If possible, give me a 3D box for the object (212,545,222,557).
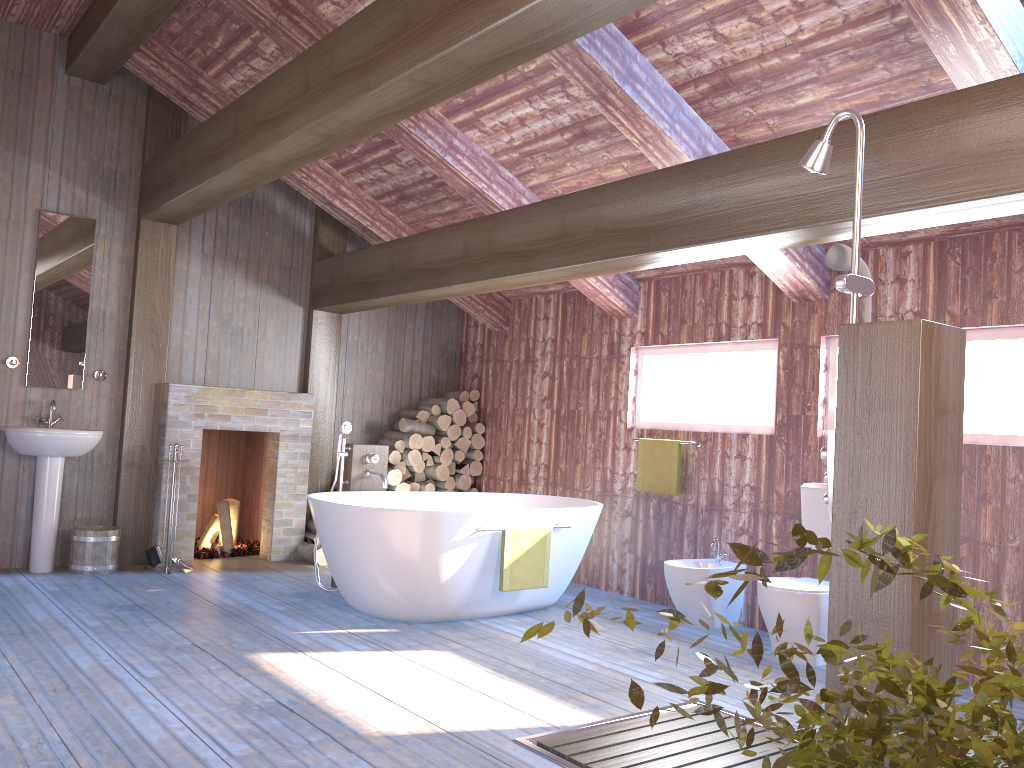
[{"bbox_3d":[-2.284,1.306,7.010,0.085,0.084,0.278,3,-3,9],"label":"object"}]

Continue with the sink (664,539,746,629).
[{"bbox_3d":[1.138,1.196,5.339,0.515,0.517,0.335,6,-4,-37],"label":"sink"}]

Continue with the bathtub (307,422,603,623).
[{"bbox_3d":[-0.297,0.832,5.511,1.935,1.109,1.460,4,-3,-16],"label":"bathtub"}]

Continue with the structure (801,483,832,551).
[{"bbox_3d":[1.771,0.730,4.833,0.182,0.363,0.358,6,-4,-37],"label":"structure"}]

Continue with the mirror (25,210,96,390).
[{"bbox_3d":[-3.083,-0.567,6.071,0.350,1.199,0.009,6,-4,-38],"label":"mirror"}]

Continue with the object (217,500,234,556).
[{"bbox_3d":[-2.263,1.143,7.016,0.098,0.434,0.283,6,-4,-39],"label":"object"}]

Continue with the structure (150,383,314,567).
[{"bbox_3d":[-2.109,0.696,6.725,1.130,1.330,0.226,6,-4,-38],"label":"structure"}]

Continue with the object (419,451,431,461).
[{"bbox_3d":[-0.796,0.606,7.517,0.088,0.092,0.280,6,-4,-37],"label":"object"}]

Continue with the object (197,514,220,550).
[{"bbox_3d":[-2.411,1.196,7.110,0.221,0.306,0.121,4,-3,-10],"label":"object"}]

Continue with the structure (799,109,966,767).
[{"bbox_3d":[1.112,0.218,2.713,0.328,2.209,0.522,4,-3,-17],"label":"structure"}]

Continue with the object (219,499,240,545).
[{"bbox_3d":[-2.318,1.168,7.262,0.140,0.459,0.266,4,-3,-20],"label":"object"}]

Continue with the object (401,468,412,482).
[{"bbox_3d":[-0.983,0.749,7.495,0.128,0.150,0.323,6,-4,-37],"label":"object"}]

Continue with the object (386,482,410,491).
[{"bbox_3d":[-1.021,0.862,7.362,0.139,0.148,0.458,6,-4,-37],"label":"object"}]

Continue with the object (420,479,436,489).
[{"bbox_3d":[-0.788,0.869,7.647,0.116,0.118,0.289,6,-4,-40],"label":"object"}]

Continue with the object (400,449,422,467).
[{"bbox_3d":[-0.930,0.605,7.412,0.141,0.143,0.437,6,-4,-39],"label":"object"}]

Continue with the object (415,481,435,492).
[{"bbox_3d":[-0.816,0.869,7.499,0.098,0.100,0.437,6,-4,-39],"label":"object"}]

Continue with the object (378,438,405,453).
[{"bbox_3d":[-0.998,0.509,7.373,0.106,0.112,0.282,6,-4,-37],"label":"object"}]

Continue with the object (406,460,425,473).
[{"bbox_3d":[-0.856,0.677,7.466,0.115,0.123,0.291,5,-4,-37],"label":"object"}]

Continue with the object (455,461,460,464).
[{"bbox_3d":[-0.512,0.660,7.724,0.067,0.069,0.177,6,-4,-37],"label":"object"}]

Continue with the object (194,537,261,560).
[{"bbox_3d":[-2.461,1.323,7.265,0.935,0.085,0.829,1,-4,35],"label":"object"}]

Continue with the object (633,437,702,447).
[{"bbox_3d":[1.020,0.387,5.953,0.091,0.043,0.581,6,-4,-37],"label":"object"}]

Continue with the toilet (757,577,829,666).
[{"bbox_3d":[1.519,1.241,4.641,0.534,0.400,0.375,6,-4,-37],"label":"toilet"}]

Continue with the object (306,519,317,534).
[{"bbox_3d":[-1.533,1.142,7.025,0.114,0.120,0.303,6,-4,-37],"label":"object"}]

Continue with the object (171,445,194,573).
[{"bbox_3d":[-2.310,0.861,6.184,0.206,0.871,0.126,3,-3,5],"label":"object"}]

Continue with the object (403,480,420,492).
[{"bbox_3d":[-0.900,0.865,7.440,0.114,0.120,0.303,6,-4,-37],"label":"object"}]

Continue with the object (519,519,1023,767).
[{"bbox_3d":[0.419,0.646,0.720,0.970,1.073,0.972,1,-4,33],"label":"object"}]

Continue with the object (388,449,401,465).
[{"bbox_3d":[-1.036,0.595,7.324,0.115,0.123,0.291,5,-4,-37],"label":"object"}]

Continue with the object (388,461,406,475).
[{"bbox_3d":[-1.006,0.689,7.367,0.111,0.113,0.301,6,-4,-38],"label":"object"}]

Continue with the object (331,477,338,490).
[{"bbox_3d":[-1.286,0.809,7.150,0.139,0.137,0.455,6,-4,-39],"label":"object"}]

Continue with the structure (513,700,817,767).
[{"bbox_3d":[0.700,1.331,3.072,1.000,0.067,1.000,6,-4,-38],"label":"structure"}]

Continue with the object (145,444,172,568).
[{"bbox_3d":[-2.432,0.837,6.105,0.062,0.846,0.136,1,-4,34],"label":"object"}]

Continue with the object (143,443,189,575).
[{"bbox_3d":[-2.408,0.853,6.188,0.276,0.888,0.333,3,-3,4],"label":"object"}]

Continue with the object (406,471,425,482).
[{"bbox_3d":[-0.867,0.775,7.587,0.104,0.127,0.321,6,-4,-37],"label":"object"}]

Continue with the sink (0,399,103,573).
[{"bbox_3d":[-3.037,0.673,5.832,0.582,1.143,0.475,6,-4,-38],"label":"sink"}]

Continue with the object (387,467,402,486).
[{"bbox_3d":[-1.074,0.747,7.302,0.138,0.147,0.440,6,-4,-37],"label":"object"}]

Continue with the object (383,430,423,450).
[{"bbox_3d":[-0.916,0.469,7.431,0.135,0.145,0.439,6,-4,-37],"label":"object"}]

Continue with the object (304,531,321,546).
[{"bbox_3d":[-1.581,1.222,6.988,0.099,0.093,0.280,5,-4,-37],"label":"object"}]

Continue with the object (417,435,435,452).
[{"bbox_3d":[-0.826,0.492,7.501,0.138,0.147,0.440,6,-4,-37],"label":"object"}]

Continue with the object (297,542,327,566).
[{"bbox_3d":[-1.573,1.312,6.895,0.141,0.143,0.437,6,-4,-39],"label":"object"}]
